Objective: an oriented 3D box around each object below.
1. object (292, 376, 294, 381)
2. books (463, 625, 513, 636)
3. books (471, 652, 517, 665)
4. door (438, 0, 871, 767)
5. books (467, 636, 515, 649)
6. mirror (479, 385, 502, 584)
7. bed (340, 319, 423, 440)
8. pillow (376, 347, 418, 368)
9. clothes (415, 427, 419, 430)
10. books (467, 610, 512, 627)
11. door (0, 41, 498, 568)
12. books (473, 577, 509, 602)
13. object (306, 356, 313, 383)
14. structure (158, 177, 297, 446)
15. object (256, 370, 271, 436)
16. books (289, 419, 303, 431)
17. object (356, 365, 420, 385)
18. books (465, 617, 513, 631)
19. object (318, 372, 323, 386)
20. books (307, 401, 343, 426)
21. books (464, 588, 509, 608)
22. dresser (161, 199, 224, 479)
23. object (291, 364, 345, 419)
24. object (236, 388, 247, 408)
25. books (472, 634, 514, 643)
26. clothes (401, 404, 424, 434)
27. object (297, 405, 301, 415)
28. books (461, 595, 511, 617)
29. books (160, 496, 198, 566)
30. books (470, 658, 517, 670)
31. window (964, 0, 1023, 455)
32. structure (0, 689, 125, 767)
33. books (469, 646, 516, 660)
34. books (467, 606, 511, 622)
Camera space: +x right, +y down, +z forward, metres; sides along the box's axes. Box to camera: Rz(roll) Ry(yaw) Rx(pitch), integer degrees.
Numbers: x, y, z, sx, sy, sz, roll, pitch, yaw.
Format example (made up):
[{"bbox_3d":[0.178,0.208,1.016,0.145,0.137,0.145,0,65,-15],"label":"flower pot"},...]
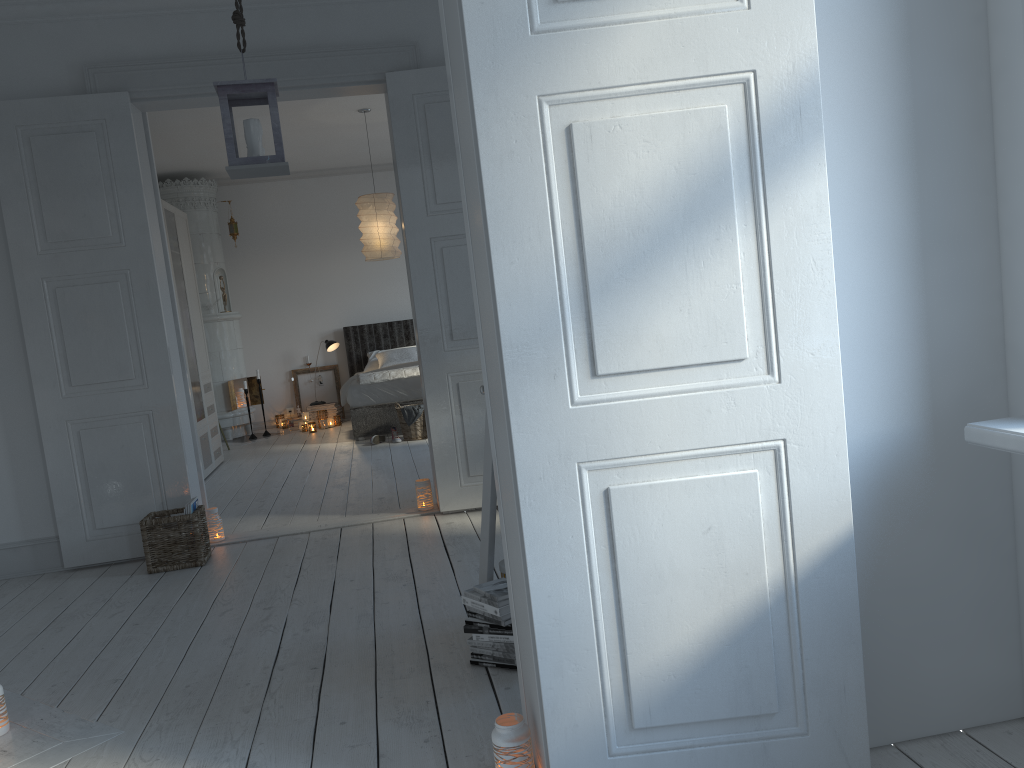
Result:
[{"bbox_3d":[-2.511,-0.100,10.121,0.024,0.127,0.023,-9,7,-25],"label":"object"},{"bbox_3d":[-0.037,0.748,2.769,0.193,0.022,0.128,-4,6,24],"label":"books"},{"bbox_3d":[-0.021,0.835,2.773,0.177,0.016,0.128,-3,6,32],"label":"books"},{"bbox_3d":[-0.701,-0.236,1.814,2.598,2.510,0.576,-7,6,-8],"label":"door"},{"bbox_3d":[-0.027,0.790,2.772,0.187,0.017,0.132,-4,6,28],"label":"books"},{"bbox_3d":[0.136,0.074,2.917,0.609,1.491,0.417,-12,8,-44],"label":"mirror"},{"bbox_3d":[-0.868,-0.164,9.257,1.887,1.048,2.173,-7,5,-9],"label":"bed"},{"bbox_3d":[-0.918,-0.308,9.671,1.146,0.226,0.415,-8,6,-16],"label":"pillow"},{"bbox_3d":[-0.831,0.323,7.892,0.283,0.289,0.234,-3,7,30],"label":"clothes"},{"bbox_3d":[-0.035,0.710,2.759,0.128,0.016,0.177,-11,7,-42],"label":"books"},{"bbox_3d":[-1.182,-0.452,4.778,2.598,2.510,0.576,-7,6,-8],"label":"door"},{"bbox_3d":[-0.036,0.636,2.745,0.111,0.014,0.156,-9,6,-29],"label":"books"},{"bbox_3d":[-2.318,-0.173,10.161,0.067,0.321,0.067,-1,8,40],"label":"object"},{"bbox_3d":[-3.129,-0.739,9.415,1.248,2.841,0.798,-2,8,36],"label":"structure"},{"bbox_3d":[-2.659,0.194,9.427,0.091,0.720,0.091,-7,6,0],"label":"object"},{"bbox_3d":[-2.362,0.448,9.740,0.175,0.096,0.262,-8,5,-14],"label":"books"},{"bbox_3d":[-0.746,-0.139,8.422,1.459,0.104,0.404,-7,5,-9],"label":"object"},{"bbox_3d":[-0.037,0.728,2.759,0.178,0.016,0.128,-3,6,34],"label":"books"},{"bbox_3d":[-2.200,-0.093,10.172,0.062,0.228,0.062,-5,6,15],"label":"object"},{"bbox_3d":[-2.084,0.331,9.903,0.346,0.233,0.244,-7,6,0],"label":"books"},{"bbox_3d":[-0.044,0.652,2.758,0.132,0.017,0.187,-10,6,-35],"label":"books"},{"bbox_3d":[-2.859,-0.307,7.010,0.630,2.167,1.430,-7,6,-9],"label":"dresser"},{"bbox_3d":[-2.222,0.120,10.178,0.528,0.631,0.082,-7,6,-8],"label":"object"},{"bbox_3d":[-2.943,0.150,9.625,0.098,0.210,0.098,-8,6,-10],"label":"object"},{"bbox_3d":[-0.020,0.770,2.767,0.167,0.022,0.128,-4,6,25],"label":"books"},{"bbox_3d":[-0.856,0.316,7.850,0.245,0.270,0.297,-7,6,-8],"label":"clothes"},{"bbox_3d":[-2.437,0.247,10.134,0.062,0.221,0.028,-8,6,-13],"label":"object"},{"bbox_3d":[-0.049,0.673,2.762,0.128,0.026,0.200,-11,7,-37],"label":"books"},{"bbox_3d":[-1.661,0.735,4.414,0.201,0.300,0.179,-7,6,-9],"label":"books"},{"bbox_3d":[-0.023,0.853,2.772,0.178,0.016,0.128,-4,6,29],"label":"books"},{"bbox_3d":[1.127,-0.741,1.034,0.375,1.849,1.454,-7,6,-9],"label":"window"},{"bbox_3d":[-1.956,-0.205,2.164,0.801,2.833,1.245,-2,8,36],"label":"structure"},{"bbox_3d":[-0.023,0.819,2.774,0.181,0.016,0.128,-3,6,36],"label":"books"},{"bbox_3d":[-0.037,0.694,2.760,0.128,0.016,0.180,-11,7,-37],"label":"books"}]
